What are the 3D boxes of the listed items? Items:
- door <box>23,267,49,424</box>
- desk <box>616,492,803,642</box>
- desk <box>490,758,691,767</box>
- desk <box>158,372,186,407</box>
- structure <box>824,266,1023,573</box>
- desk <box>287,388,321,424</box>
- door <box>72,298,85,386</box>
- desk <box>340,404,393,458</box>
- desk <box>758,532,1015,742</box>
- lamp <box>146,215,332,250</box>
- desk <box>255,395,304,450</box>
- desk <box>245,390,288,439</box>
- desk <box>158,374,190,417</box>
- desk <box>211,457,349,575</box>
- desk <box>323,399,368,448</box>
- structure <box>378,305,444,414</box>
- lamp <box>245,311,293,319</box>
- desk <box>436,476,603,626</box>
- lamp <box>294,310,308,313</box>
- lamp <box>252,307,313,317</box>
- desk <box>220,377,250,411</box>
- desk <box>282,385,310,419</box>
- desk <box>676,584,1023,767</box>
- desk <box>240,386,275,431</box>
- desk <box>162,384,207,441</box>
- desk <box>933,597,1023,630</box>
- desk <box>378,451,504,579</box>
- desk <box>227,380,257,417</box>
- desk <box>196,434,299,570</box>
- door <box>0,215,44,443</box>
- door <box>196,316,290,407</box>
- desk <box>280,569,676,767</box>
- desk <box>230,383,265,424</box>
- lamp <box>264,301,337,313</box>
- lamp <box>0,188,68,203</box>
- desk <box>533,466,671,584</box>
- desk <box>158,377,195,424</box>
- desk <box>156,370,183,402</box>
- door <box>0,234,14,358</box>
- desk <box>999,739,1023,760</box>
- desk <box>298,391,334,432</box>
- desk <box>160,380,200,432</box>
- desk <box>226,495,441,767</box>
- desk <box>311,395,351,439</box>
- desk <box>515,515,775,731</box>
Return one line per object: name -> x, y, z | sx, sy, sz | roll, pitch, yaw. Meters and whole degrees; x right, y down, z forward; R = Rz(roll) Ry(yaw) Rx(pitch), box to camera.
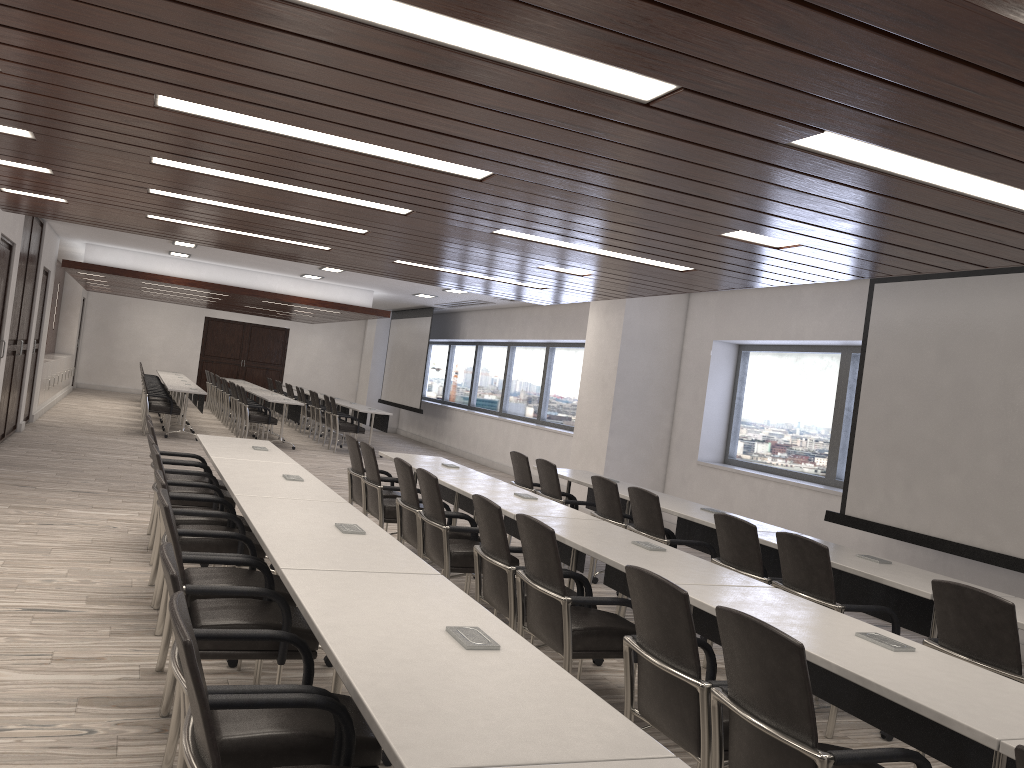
door -> -7.073, -0.562, 13.060 | 0.200, 2.323, 1.163 | 8, 0, -23
desk -> 1.296, 1.294, 6.379 | 0.577, 0.795, 1.509 | 8, 0, -23
desk -> 0.320, 1.144, 1.000 | 0.577, 0.795, 1.509 | 8, 0, -23
desk -> -7.754, 0.167, 20.088 | 0.577, 0.795, 1.509 | 8, 0, -23
structure -> 3.503, 0.088, 5.888 | 0.438, 2.329, 3.550 | 8, 0, -23
desk -> -5.003, 0.532, 21.270 | 0.577, 0.795, 1.509 | 8, 0, -23
door -> -10.996, -1.036, 22.335 | 0.200, 2.323, 1.163 | 8, 0, -23
desk -> -2.635, 0.819, 15.673 | 0.577, 0.795, 1.509 | 8, 0, -23
desk -> 1.889, 1.366, 4.976 | 0.577, 0.795, 1.509 | 8, 0, -23
lamp -> -2.246, -1.282, 7.394 | 1.496, 0.045, 0.236 | 8, 0, -23
desk -> -4.001, 0.637, 15.086 | 0.577, 0.795, 1.509 | 8, 0, -23
desk -> -4.593, 0.566, 16.487 | 0.577, 0.795, 1.509 | 8, 0, -23
desk -> -7.160, 0.239, 18.685 | 0.577, 0.795, 1.509 | 8, 0, -23
desk -> -1.455, 0.929, 5.197 | 0.577, 0.795, 1.509 | 8, 0, -23
desk -> -3.228, 0.747, 17.074 | 0.577, 0.795, 1.509 | 8, 0, -23
structure -> -2.383, -0.624, 19.802 | 0.438, 2.329, 3.550 | 8, 0, -23
lamp -> -5.976, -1.711, 21.464 | 1.496, 0.045, 0.236 | 8, 0, -23
desk -> -0.070, 1.113, 5.792 | 0.577, 0.795, 1.509 | 8, 0, -23
lamp -> -4.245, -1.499, 18.142 | 0.421, 0.046, 0.236 | 8, 0, -23
lamp -> -5.035, -1.597, 19.238 | 1.496, 0.045, 0.236 | 8, 0, -23
desk -> -6.961, 0.279, 22.084 | 0.577, 0.795, 1.509 | 8, 0, -23
desk -> -5.595, 0.461, 22.671 | 0.577, 0.795, 1.509 | 8, 0, -23
desk -> 1.116, 1.256, 2.988 | 0.577, 0.795, 1.509 | 8, 0, -23
desk -> -5.182, 0.495, 17.879 | 0.577, 0.795, 1.509 | 8, 0, -23
desk -> -5.386, 0.454, 14.490 | 0.577, 0.795, 1.509 | 8, 0, -23
desk -> 2.482, 1.438, 3.575 | 0.577, 0.795, 1.509 | 8, 0, -23
desk -> -0.662, 1.041, 7.193 | 0.577, 0.795, 1.509 | 8, 0, -23
desk -> -6.368, 0.351, 20.683 | 0.577, 0.795, 1.509 | 8, 0, -23
desk -> -2.048, 0.857, 6.598 | 0.577, 0.795, 1.509 | 8, 0, -23
door -> -6.206, -0.742, 11.099 | 0.200, 2.889, 2.327 | 8, 0, -23
door -> -7.606, -0.581, 25.051 | 2.329, 2.323, 0.200 | 8, 0, -23
desk -> -0.269, 1.073, 2.393 | 0.577, 0.795, 1.509 | 8, 0, -23
desk -> -5.775, 0.423, 19.280 | 0.577, 0.795, 1.509 | 8, 0, -23
lamp -> -3.922, -1.463, 16.607 | 1.496, 0.045, 0.236 | 8, 0, -23
lamp -> -3.656, -1.469, 6.788 | 0.464, 0.045, 0.236 | 8, 0, -23
desk -> 0.703, 1.222, 7.780 | 0.577, 0.795, 1.509 | 8, 0, -23
desk -> -6.567, 0.311, 17.284 | 0.577, 0.795, 1.509 | 8, 0, -23
desk -> -8.346, 0.096, 21.489 | 0.577, 0.795, 1.509 | 8, 0, -23
door -> -5.411, -0.361, 9.131 | 0.200, 2.323, 1.163 | 8, 0, -23
desk -> 1.705, 1.328, 1.596 | 0.577, 0.795, 1.509 | 8, 0, -23
desk -> -4.409, 0.604, 19.867 | 0.577, 0.795, 1.509 | 8, 0, -23
desk -> -5.979, 0.382, 15.891 | 0.577, 0.795, 1.509 | 8, 0, -23
desk -> -0.862, 1.001, 3.793 | 0.577, 0.795, 1.509 | 8, 0, -23
desk -> -3.817, 0.676, 18.466 | 0.577, 0.795, 1.509 | 8, 0, -23
desk -> 0.524, 1.185, 4.389 | 0.577, 0.795, 1.509 | 8, 0, -23
